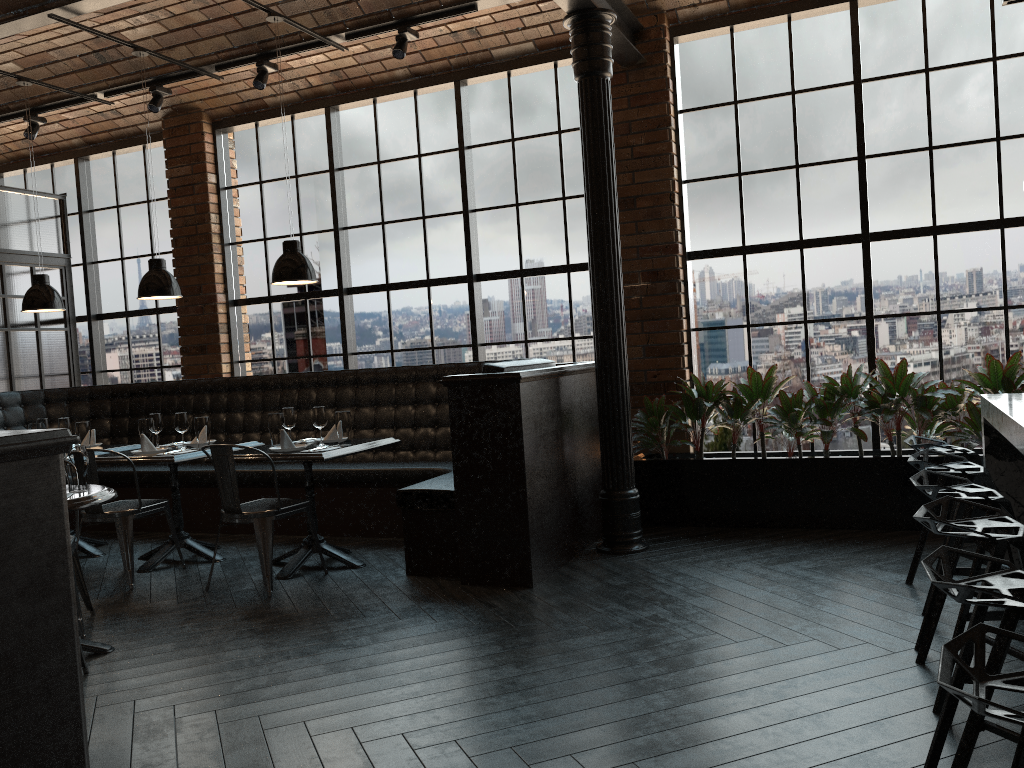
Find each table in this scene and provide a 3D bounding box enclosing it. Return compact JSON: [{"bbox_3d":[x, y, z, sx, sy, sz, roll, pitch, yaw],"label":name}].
[{"bbox_3d":[-2.219,0.890,3.994,0.866,0.758,0.866,-4,2,-13],"label":"table"},{"bbox_3d":[-2.283,0.819,6.035,0.872,0.758,0.872,-3,2,23],"label":"table"},{"bbox_3d":[-1.269,0.768,5.601,0.872,0.758,0.872,-3,2,23],"label":"table"},{"bbox_3d":[-3.284,0.870,6.464,0.872,0.758,0.872,-3,2,23],"label":"table"}]

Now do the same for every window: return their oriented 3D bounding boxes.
[{"bbox_3d":[-2.774,-0.729,8.206,16.179,3.253,0.168,-3,2,23],"label":"window"}]

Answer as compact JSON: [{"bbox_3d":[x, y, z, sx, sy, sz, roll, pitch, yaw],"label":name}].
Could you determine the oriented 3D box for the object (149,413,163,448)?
[{"bbox_3d":[-2.442,0.325,6.094,0.092,0.244,0.092,-5,2,-27],"label":"object"}]

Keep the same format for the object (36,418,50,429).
[{"bbox_3d":[-3.444,0.376,6.523,0.092,0.244,0.092,-5,2,-27],"label":"object"}]

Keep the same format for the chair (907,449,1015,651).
[{"bbox_3d":[1.833,0.647,3.553,0.414,0.737,0.475,-3,2,28],"label":"chair"}]

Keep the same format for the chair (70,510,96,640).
[{"bbox_3d":[-2.417,0.836,4.451,0.504,0.857,0.558,-5,2,-22],"label":"chair"}]

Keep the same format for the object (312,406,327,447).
[{"bbox_3d":[-1.194,0.263,5.523,0.092,0.244,0.092,-4,2,-16],"label":"object"}]

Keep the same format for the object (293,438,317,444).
[{"bbox_3d":[-1.382,0.376,5.880,0.157,0.019,0.255,-3,2,24],"label":"object"}]

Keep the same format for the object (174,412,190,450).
[{"bbox_3d":[-2.215,0.315,5.960,0.092,0.244,0.092,-4,2,-16],"label":"object"}]

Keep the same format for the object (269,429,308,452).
[{"bbox_3d":[-1.360,0.338,5.385,0.232,0.139,0.232,-3,2,20],"label":"object"}]

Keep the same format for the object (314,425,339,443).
[{"bbox_3d":[-1.181,0.311,5.791,0.232,0.139,0.232,-3,2,17],"label":"object"}]

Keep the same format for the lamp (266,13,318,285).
[{"bbox_3d":[-1.413,-1.453,5.506,0.291,1.653,0.291,-5,2,-22],"label":"lamp"}]

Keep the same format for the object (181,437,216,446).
[{"bbox_3d":[-2.202,0.363,6.228,0.232,0.139,0.232,-3,2,17],"label":"object"}]

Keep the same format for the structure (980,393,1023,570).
[{"bbox_3d":[2.170,0.352,1.557,1.930,1.430,5.346,-3,2,23],"label":"structure"}]

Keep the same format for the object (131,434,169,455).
[{"bbox_3d":[-2.381,0.390,5.822,0.232,0.139,0.232,-3,2,20],"label":"object"}]

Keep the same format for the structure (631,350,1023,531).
[{"bbox_3d":[2.722,0.348,5.512,4.107,1.072,0.757,-3,2,22],"label":"structure"}]

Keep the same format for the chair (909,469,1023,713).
[{"bbox_3d":[1.613,0.681,3.036,0.414,0.737,0.475,-3,2,18],"label":"chair"}]

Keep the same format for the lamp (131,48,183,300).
[{"bbox_3d":[-2.425,-1.401,5.939,0.291,1.653,0.291,-6,3,-42],"label":"lamp"}]

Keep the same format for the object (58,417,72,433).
[{"bbox_3d":[-3.218,0.366,6.390,0.092,0.244,0.092,-5,2,-27],"label":"object"}]

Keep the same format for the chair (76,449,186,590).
[{"bbox_3d":[-2.455,0.798,5.562,0.504,0.857,0.558,-3,2,18],"label":"chair"}]

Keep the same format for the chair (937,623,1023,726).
[{"bbox_3d":[0.894,0.791,1.344,0.414,0.737,0.475,-3,2,28],"label":"chair"}]

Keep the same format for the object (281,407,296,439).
[{"bbox_3d":[-1.421,0.273,5.656,0.092,0.244,0.092,-4,2,-16],"label":"object"}]

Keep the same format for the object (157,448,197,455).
[{"bbox_3d":[-2.146,0.433,5.713,0.157,0.019,0.255,-3,2,24],"label":"object"}]

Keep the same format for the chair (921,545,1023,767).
[{"bbox_3d":[1.136,0.754,1.913,0.414,0.737,0.475,-3,2,18],"label":"chair"}]

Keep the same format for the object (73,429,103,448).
[{"bbox_3d":[-3.204,0.414,6.658,0.232,0.139,0.232,-3,2,17],"label":"object"}]

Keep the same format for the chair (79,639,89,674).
[{"bbox_3d":[-2.034,0.846,3.502,0.504,0.857,0.558,-4,2,-12],"label":"chair"}]

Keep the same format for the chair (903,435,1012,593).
[{"bbox_3d":[2.056,0.613,4.078,0.414,0.737,0.475,-3,2,13],"label":"chair"}]

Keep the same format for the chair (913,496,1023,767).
[{"bbox_3d":[1.386,0.715,2.502,0.414,0.737,0.475,-2,3,33],"label":"chair"}]

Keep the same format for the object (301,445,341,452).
[{"bbox_3d":[-1.124,0.381,5.275,0.157,0.019,0.255,-3,2,24],"label":"object"}]

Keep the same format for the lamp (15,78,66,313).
[{"bbox_3d":[-3.437,-1.350,6.373,0.291,1.653,0.291,-4,2,-2],"label":"lamp"}]

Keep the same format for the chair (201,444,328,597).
[{"bbox_3d":[-1.475,0.746,5.205,0.504,0.857,0.558,-3,2,28],"label":"chair"}]

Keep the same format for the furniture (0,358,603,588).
[{"bbox_3d":[-2.034,0.553,6.644,5.451,1.212,1.979,-3,2,23],"label":"furniture"}]

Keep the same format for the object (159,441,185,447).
[{"bbox_3d":[-2.404,0.428,6.317,0.157,0.019,0.255,-3,2,24],"label":"object"}]

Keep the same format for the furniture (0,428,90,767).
[{"bbox_3d":[-3.885,0.836,2.297,5.451,1.212,1.979,-3,2,23],"label":"furniture"}]

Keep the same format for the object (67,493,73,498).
[{"bbox_3d":[-2.024,0.492,3.891,0.157,0.019,0.255,-4,2,-16],"label":"object"}]
